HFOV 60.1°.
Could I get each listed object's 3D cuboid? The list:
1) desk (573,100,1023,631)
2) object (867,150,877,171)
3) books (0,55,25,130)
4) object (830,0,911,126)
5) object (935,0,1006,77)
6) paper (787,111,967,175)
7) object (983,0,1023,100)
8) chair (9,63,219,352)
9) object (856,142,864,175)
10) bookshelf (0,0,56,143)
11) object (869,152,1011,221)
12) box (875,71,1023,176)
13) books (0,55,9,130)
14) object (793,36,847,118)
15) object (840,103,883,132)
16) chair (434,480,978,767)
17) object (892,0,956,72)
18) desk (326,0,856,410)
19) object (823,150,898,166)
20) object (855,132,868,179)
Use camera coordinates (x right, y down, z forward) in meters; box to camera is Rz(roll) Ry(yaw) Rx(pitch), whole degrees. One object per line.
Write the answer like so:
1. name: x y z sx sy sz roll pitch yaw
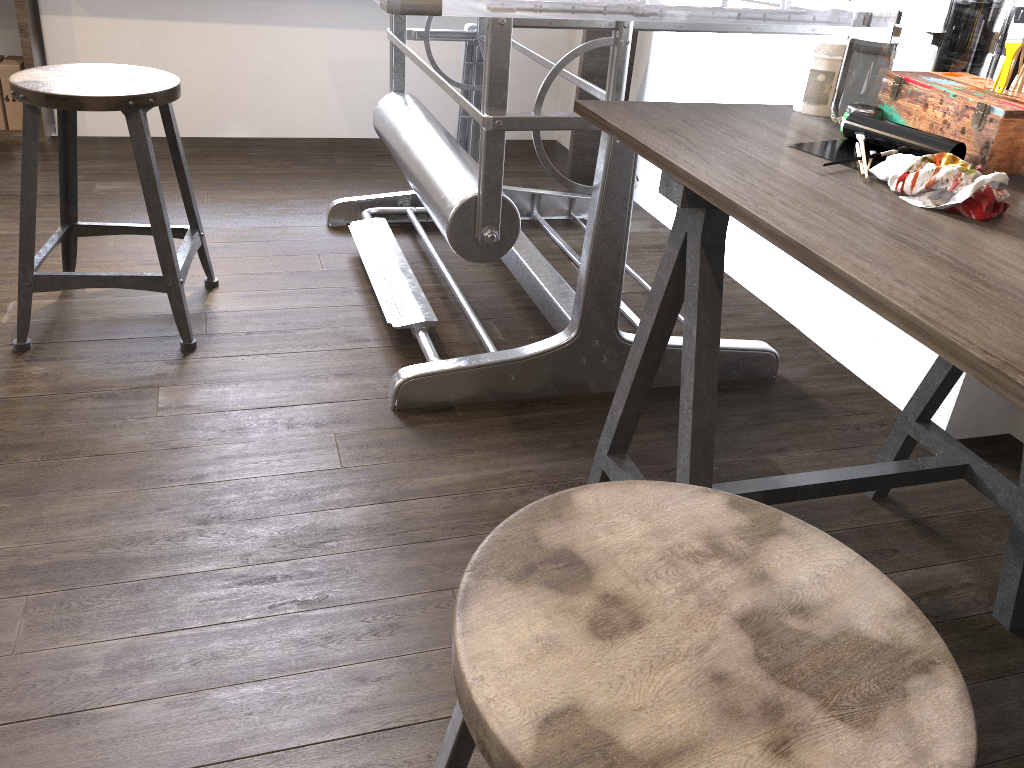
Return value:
1. desk: 0.619 0.274 0.806 0.656 0.655 1.702 -4 30 -17
2. object: 0.430 -0.266 1.063 0.008 0.006 0.121 16 30 18
3. books: -1.747 -1.030 3.136 0.067 0.221 0.178 -4 29 -17
4. object: 0.493 -0.468 1.209 0.068 0.225 0.070 -5 29 -20
5. object: 0.641 -0.479 1.256 0.068 0.225 0.070 -5 29 -20
6. paper: 0.447 -0.296 1.088 0.138 0.037 0.157 -13 34 -30
7. object: 0.762 -0.404 1.059 0.345 0.143 0.078 7 28 2
8. chair: -0.846 -0.379 1.877 0.358 0.517 0.379 0 28 -10
9. object: 0.424 -0.276 1.079 0.005 0.005 0.160 12 30 12
10. bookshelf: -2.763 -1.832 2.377 2.476 3.646 0.421 -4 29 -18
11. object: 0.466 -0.233 0.969 0.132 0.049 0.201 10 29 8
12. box: 0.591 -0.338 1.136 0.138 0.081 0.216 -4 30 -18
13. books: -1.820 -1.026 3.115 0.067 0.221 0.178 -4 29 -17
14. object: 0.454 -0.447 1.291 0.068 0.102 0.070 -2 29 -14
15. object: 0.474 -0.357 1.200 0.049 0.036 0.050 -6 30 -20
16. chair: 0.097 0.382 0.671 0.358 0.517 0.379 0 28 -10
17. object: 0.561 -0.476 1.228 0.068 0.232 0.070 -5 29 -20
18. desk: 0.125 -0.723 2.075 1.072 1.075 1.295 -4 30 -17
19. object: 0.420 -0.271 1.059 0.157 0.006 0.006 -17 36 -35
20. object: 0.424 -0.276 1.064 0.011 0.017 0.175 11 29 10
